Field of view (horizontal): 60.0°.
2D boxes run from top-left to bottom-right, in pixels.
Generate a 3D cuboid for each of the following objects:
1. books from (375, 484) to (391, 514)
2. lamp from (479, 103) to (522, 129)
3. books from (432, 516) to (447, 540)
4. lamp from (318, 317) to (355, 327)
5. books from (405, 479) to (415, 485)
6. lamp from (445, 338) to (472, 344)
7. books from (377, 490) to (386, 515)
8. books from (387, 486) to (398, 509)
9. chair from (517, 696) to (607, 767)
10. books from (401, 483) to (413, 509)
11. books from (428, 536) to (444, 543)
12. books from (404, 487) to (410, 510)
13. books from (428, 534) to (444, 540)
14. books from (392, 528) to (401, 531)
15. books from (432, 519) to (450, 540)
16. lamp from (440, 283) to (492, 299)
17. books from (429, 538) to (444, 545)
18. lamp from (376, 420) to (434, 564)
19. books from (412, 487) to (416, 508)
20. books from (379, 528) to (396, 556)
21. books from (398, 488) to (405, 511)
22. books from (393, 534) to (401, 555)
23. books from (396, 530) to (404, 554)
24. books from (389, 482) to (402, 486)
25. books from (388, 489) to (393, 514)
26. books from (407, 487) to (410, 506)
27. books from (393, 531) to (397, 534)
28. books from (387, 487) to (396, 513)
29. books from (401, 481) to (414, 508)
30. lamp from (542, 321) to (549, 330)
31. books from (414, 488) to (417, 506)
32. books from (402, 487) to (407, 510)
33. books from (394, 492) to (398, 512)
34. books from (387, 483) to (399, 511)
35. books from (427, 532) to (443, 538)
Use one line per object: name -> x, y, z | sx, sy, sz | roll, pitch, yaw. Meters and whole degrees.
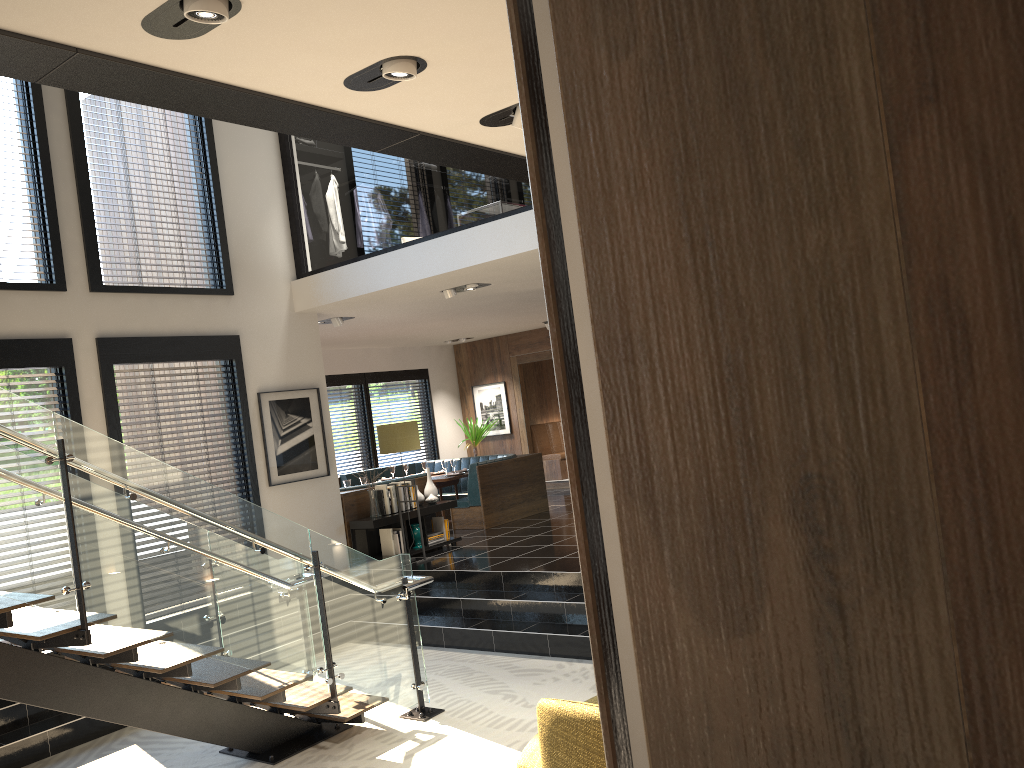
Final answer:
books -> -1.371, 1.227, 9.413 | 0.160, 0.312, 0.035 | -8, -1, 37
lamp -> 0.013, -1.165, 3.785 | 0.347, 0.247, 0.195 | -8, -1, 37
books -> -0.819, 1.627, 9.991 | 0.156, 0.263, 0.026 | -8, -1, 37
lamp -> -2.048, -0.749, 10.095 | 0.502, 0.248, 0.349 | -8, -2, 38
books -> -1.107, 1.206, 9.810 | 0.131, 0.307, 0.022 | -8, -1, 38
lamp -> -0.905, -0.791, 14.992 | 0.502, 0.213, 0.349 | -9, -2, 37
books -> -1.413, 1.258, 9.410 | 0.156, 0.263, 0.026 | -8, -1, 37
books -> -1.302, 1.238, 9.541 | 0.141, 0.280, 0.031 | -8, -1, 37
chair -> 0.540, 0.906, 2.464 | 1.031, 1.097, 0.807 | -8, -1, 36
books -> -1.166, 1.224, 9.693 | 0.155, 0.280, 0.028 | -8, -1, 37
books -> -0.902, 1.729, 9.859 | 0.156, 0.025, 0.275 | -8, -2, 33
books -> -1.203, 1.241, 9.648 | 0.195, 0.255, 0.034 | -8, -1, 37
books -> -0.903, 1.704, 9.857 | 0.167, 0.024, 0.261 | -8, -2, 34
books -> -1.228, 1.668, 9.453 | 0.159, 0.261, 0.067 | -8, -1, 38
books -> -0.806, 1.642, 10.022 | 0.231, 0.232, 0.037 | -8, -1, 37
lamp -> -0.471, -0.996, 8.871 | 0.502, 0.231, 0.349 | -8, -2, 38
books -> -0.900, 1.755, 9.860 | 0.156, 0.025, 0.274 | -8, -2, 34
lamp -> -1.186, 1.130, 9.124 | 0.637, 1.445, 0.437 | -7, -1, -27
books -> -1.127, 1.235, 9.730 | 0.162, 0.250, 0.028 | -8, -1, 37
books -> -1.311, 1.665, 9.342 | 0.177, 0.284, 0.030 | -8, -1, 37
books -> -1.244, 1.244, 9.573 | 0.202, 0.255, 0.025 | -8, -1, 37
books -> -1.262, 1.691, 9.341 | 0.196, 0.218, 0.023 | -8, -1, 37
books -> -1.233, 1.676, 9.393 | 0.194, 0.244, 0.036 | -8, -1, 37
books -> -1.245, 1.219, 9.607 | 0.155, 0.305, 0.032 | -8, -1, 37
books -> -1.356, 1.251, 9.445 | 0.173, 0.262, 0.030 | -8, -1, 37
books -> -1.186, 1.241, 9.674 | 0.142, 0.250, 0.029 | -8, -1, 37
books -> -1.273, 1.680, 9.382 | 0.167, 0.245, 0.030 | -8, -1, 37
books -> -1.318, 1.241, 9.484 | 0.160, 0.276, 0.030 | -8, -1, 37
books -> -1.155, 1.216, 9.718 | 0.178, 0.294, 0.024 | -8, -1, 37
lamp -> 0.727, -1.004, 13.729 | 0.502, 0.280, 0.349 | -8, -2, 37
books -> -1.109, 1.246, 9.784 | 0.129, 0.227, 0.026 | -8, -1, 37
books -> -1.215, 1.246, 9.621 | 0.149, 0.246, 0.023 | -8, -1, 37
books -> -1.306, 1.271, 9.512 | 0.170, 0.214, 0.025 | -8, -1, 37
books -> -1.283, 1.227, 9.566 | 0.170, 0.298, 0.032 | -8, -1, 37
books -> -0.910, 1.680, 9.861 | 0.156, 0.025, 0.274 | -9, -2, 41
